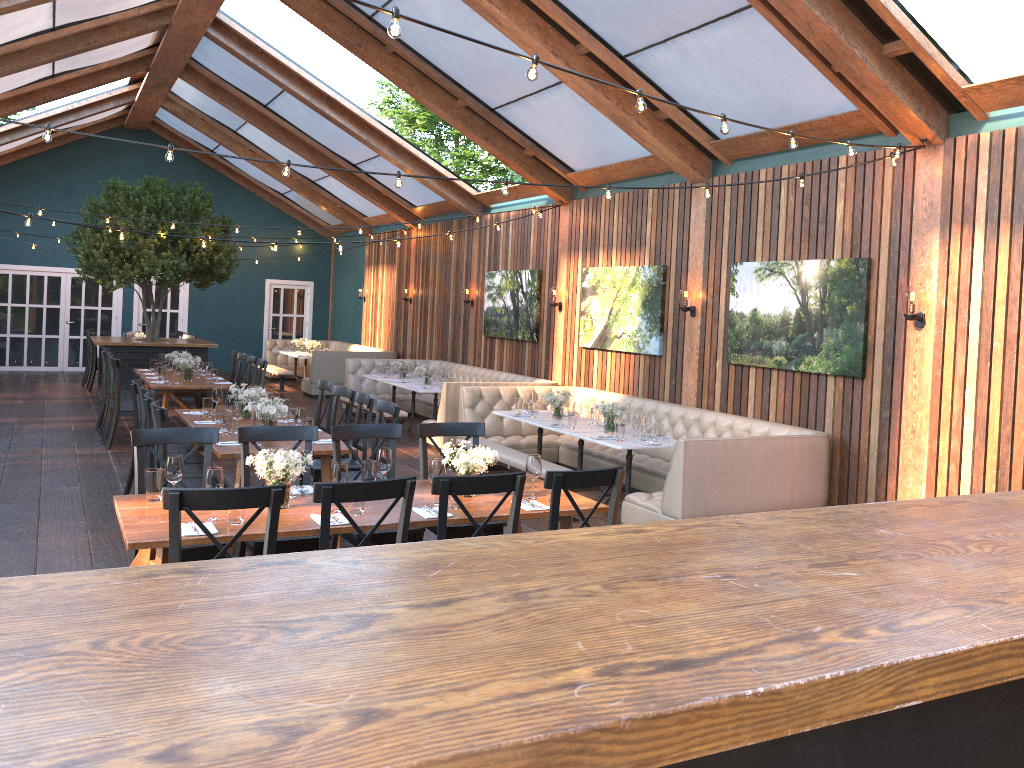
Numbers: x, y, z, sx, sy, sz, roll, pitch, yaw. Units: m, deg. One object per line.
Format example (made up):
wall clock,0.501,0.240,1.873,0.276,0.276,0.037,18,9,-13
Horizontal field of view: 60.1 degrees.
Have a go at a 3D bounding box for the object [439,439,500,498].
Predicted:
object,-0.238,0.470,4.943,0.329,0.309,0.336,4,3,27

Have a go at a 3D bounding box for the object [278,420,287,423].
object,-1.915,0.315,7.555,0.255,0.019,0.158,0,5,-27

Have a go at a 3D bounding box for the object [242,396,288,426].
object,-1.837,0.247,6.683,0.337,0.309,0.329,4,4,29

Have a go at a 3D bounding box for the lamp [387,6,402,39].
lamp,-0.442,-1.369,3.350,0.056,0.121,0.056,3,2,-2

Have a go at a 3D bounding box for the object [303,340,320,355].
object,-4.032,-0.740,17.765,0.336,0.309,0.329,3,3,14

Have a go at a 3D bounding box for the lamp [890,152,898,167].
lamp,2.942,-1.727,6.816,0.065,0.118,0.056,3,2,22

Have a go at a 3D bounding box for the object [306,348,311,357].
object,-3.944,-0.607,17.132,0.092,0.158,0.092,1,3,-41

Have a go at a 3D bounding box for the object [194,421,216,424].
object,-2.484,0.312,7.294,0.255,0.019,0.158,0,5,-27

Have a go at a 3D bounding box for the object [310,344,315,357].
object,-3.894,-0.655,17.229,0.092,0.244,0.092,3,2,20

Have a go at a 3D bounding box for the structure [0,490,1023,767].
structure,1.626,1.021,2.402,6.796,1.273,0.859,0,3,-28

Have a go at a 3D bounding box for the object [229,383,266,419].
object,-2.278,0.145,7.638,0.329,0.309,0.337,3,3,7

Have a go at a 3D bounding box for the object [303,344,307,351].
object,-4.430,-0.785,18.961,0.092,0.158,0.092,1,3,-41

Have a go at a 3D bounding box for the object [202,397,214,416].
object,-2.645,0.199,7.690,0.092,0.158,0.092,3,2,19

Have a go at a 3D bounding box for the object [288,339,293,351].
object,-4.716,-0.831,18.843,0.092,0.244,0.092,3,2,15

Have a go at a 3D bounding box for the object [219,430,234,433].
object,-2.275,0.361,6.812,0.255,0.019,0.158,0,5,-27

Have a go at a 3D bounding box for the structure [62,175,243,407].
structure,-5.825,-1.566,14.461,2.712,3.691,2.860,2,3,-19

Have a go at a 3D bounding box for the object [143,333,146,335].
object,-7.278,-0.894,17.494,0.092,0.244,0.092,3,2,15

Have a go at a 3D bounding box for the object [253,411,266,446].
object,-1.798,0.315,6.292,0.092,0.244,0.092,3,2,15

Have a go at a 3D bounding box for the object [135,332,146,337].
object,-6.736,-0.792,16.202,0.329,0.309,0.337,2,3,-13

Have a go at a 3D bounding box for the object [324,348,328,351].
object,-3.713,-0.634,17.587,0.092,0.158,0.092,1,3,-41

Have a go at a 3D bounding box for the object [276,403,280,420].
object,-2.044,0.229,7.671,0.092,0.158,0.092,3,2,-1

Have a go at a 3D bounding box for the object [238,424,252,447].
object,-1.870,0.363,6.188,0.092,0.158,0.092,3,2,-1

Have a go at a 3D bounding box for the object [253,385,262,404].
object,-2.336,0.137,8.088,0.092,0.244,0.092,3,2,20

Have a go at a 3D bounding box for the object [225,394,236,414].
object,-2.314,0.209,7.272,0.092,0.244,0.092,3,2,15

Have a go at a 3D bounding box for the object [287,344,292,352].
object,-4.665,-0.759,18.525,0.092,0.158,0.092,1,3,-41

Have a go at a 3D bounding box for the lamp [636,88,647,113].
lamp,0.647,-1.415,4.419,0.056,0.120,0.056,3,2,18

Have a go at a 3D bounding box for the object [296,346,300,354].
object,-4.315,-0.684,17.836,0.092,0.158,0.092,1,3,-41

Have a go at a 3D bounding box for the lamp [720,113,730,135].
lamp,1.193,-1.453,4.948,0.056,0.120,0.056,3,2,22

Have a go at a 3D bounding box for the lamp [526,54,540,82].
lamp,0.090,-1.391,3.890,0.056,0.120,0.056,2,2,-22

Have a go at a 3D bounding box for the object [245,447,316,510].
object,-1.179,0.466,4.472,0.336,0.309,0.330,3,3,5

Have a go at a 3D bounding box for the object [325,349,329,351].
object,-3.601,-0.597,17.213,0.092,0.158,0.092,1,3,-41

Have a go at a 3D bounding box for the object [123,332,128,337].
object,-7.514,-0.880,17.198,0.092,0.244,0.092,3,2,15

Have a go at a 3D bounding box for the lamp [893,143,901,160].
lamp,2.838,-1.712,6.515,0.056,0.120,0.056,3,2,23

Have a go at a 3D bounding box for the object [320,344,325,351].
object,-3.697,-0.649,17.260,0.092,0.244,0.092,3,2,20

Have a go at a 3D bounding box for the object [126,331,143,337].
object,-7.272,-0.892,17.086,0.329,0.309,0.337,1,4,-30

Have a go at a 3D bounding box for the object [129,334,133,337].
object,-7.206,-0.824,16.712,0.092,0.244,0.092,3,2,15

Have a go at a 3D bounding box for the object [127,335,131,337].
object,-7.006,-0.769,16.173,0.092,0.244,0.092,3,2,20

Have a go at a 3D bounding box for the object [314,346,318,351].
object,-4.060,-0.707,18.252,0.092,0.158,0.092,1,3,-41

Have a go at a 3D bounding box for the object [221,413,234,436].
object,-2.155,0.307,6.693,0.092,0.158,0.092,3,2,-1

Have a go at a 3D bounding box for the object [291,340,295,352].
object,-4.615,-0.808,18.623,0.092,0.244,0.092,3,2,15

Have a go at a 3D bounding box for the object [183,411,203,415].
object,-2.770,0.252,7.819,0.255,0.019,0.158,0,5,-27

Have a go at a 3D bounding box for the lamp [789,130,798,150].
lamp,1.741,-1.511,5.475,0.059,0.119,0.056,3,2,16

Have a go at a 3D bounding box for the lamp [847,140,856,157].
lamp,2.296,-1.594,5.982,0.061,0.119,0.056,2,2,-12

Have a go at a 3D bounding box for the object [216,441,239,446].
object,-1.976,0.418,6.305,0.255,0.019,0.158,0,5,-27

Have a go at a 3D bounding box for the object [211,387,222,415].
object,-2.604,0.149,7.803,0.092,0.244,0.092,3,2,20

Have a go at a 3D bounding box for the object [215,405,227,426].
object,-2.363,0.258,7.175,0.092,0.158,0.092,3,2,-1

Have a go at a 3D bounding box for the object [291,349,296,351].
object,-4.701,-0.732,19.010,0.157,0.019,0.256,0,5,-27

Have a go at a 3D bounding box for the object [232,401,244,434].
object,-2.105,0.258,6.790,0.092,0.244,0.092,3,2,15

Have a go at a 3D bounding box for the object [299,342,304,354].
object,-4.265,-0.733,17.934,0.092,0.244,0.092,3,2,20

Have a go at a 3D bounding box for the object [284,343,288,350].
object,-4.816,-0.797,18.891,0.092,0.158,0.092,1,3,-41

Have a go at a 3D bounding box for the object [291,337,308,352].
object,-4.429,-0.821,18.496,0.329,0.309,0.336,4,3,27

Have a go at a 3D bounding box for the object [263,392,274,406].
object,-2.083,0.194,7.555,0.092,0.244,0.092,3,2,15
